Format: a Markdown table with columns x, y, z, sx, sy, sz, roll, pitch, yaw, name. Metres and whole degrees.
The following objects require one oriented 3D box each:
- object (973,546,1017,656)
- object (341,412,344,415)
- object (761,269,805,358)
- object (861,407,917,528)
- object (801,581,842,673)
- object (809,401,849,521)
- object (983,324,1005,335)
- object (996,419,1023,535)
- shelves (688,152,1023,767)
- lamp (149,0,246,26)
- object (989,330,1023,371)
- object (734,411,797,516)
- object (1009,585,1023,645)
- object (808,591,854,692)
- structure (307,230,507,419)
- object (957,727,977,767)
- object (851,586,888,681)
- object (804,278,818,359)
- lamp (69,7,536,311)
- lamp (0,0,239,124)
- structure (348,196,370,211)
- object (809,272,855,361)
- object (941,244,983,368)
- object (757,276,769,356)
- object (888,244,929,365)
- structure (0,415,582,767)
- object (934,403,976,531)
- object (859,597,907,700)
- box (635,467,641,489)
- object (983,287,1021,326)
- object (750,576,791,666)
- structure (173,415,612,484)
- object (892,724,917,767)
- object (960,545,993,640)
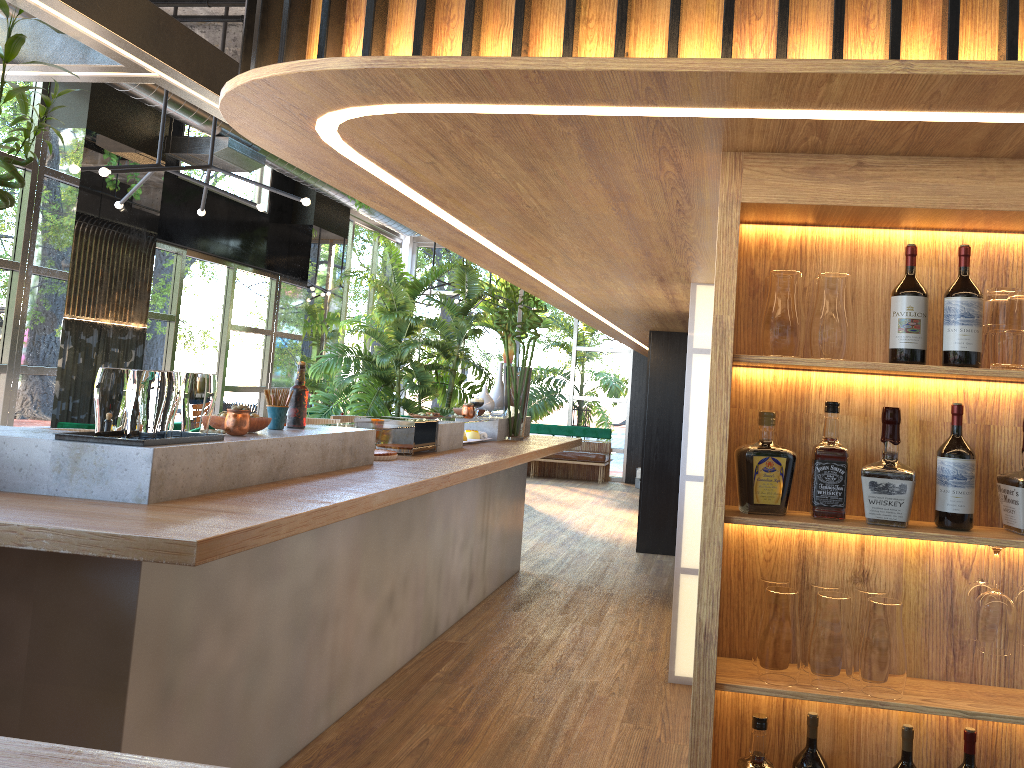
| x | y | z | sx | sy | sz | roll | pitch | yaw | name |
| --- | --- | --- | --- | --- | --- | --- | --- | --- | --- |
| 1.111 | 0.489 | 2.040 | 0.088 | 0.246 | 0.096 | 0 | -6 | 39 | object |
| -1.753 | 0.441 | 9.100 | 0.066 | 0.301 | 0.070 | 2 | -5 | 28 | object |
| 0.660 | -0.170 | 2.154 | 0.110 | 0.210 | 0.100 | 8 | -6 | -44 | object |
| 0.906 | 0.195 | 2.129 | 0.119 | 0.281 | 0.127 | 2 | -5 | 25 | object |
| 0.768 | 0.601 | 2.189 | 0.110 | 0.210 | 0.100 | 8 | -6 | -44 | object |
| 0.774 | 0.184 | 2.164 | 0.082 | 0.284 | 0.083 | 3 | -5 | 11 | object |
| 1.211 | -0.168 | 2.189 | 0.087 | 0.093 | 0.090 | 3 | -3 | 14 | object |
| 1.245 | 0.217 | 2.127 | 0.124 | 0.281 | 0.122 | 4 | -4 | 0 | object |
| 1.006 | 0.477 | 2.114 | 1.095 | 2.068 | 0.282 | 3 | -5 | 9 | shelves |
| -0.949 | -2.305 | 9.544 | 3.737 | 1.538 | 10.132 | 4 | 0 | 11 | lamp |
| 1.167 | -0.078 | 2.086 | 0.089 | 0.093 | 0.088 | 4 | -3 | 2 | object |
| 0.623 | 0.193 | 2.184 | 0.152 | 0.249 | 0.093 | 4 | -4 | -1 | object |
| 1.246 | 0.498 | 2.139 | 0.095 | 0.246 | 0.089 | 5 | -5 | -17 | object |
| 0.749 | 0.599 | 2.080 | 0.110 | 0.210 | 0.100 | 8 | -6 | -44 | object |
| -1.303 | -0.286 | 11.632 | 2.447 | 3.455 | 2.640 | 4 | -3 | -4 | structure |
| 1.067 | 0.960 | 2.076 | 0.089 | 0.301 | 0.082 | 7 | -5 | -30 | object |
| 0.872 | 0.607 | 2.162 | 0.110 | 0.210 | 0.100 | 8 | -6 | -44 | object |
| 0.793 | -0.161 | 2.236 | 0.110 | 0.210 | 0.100 | 8 | -6 | -44 | object |
| -1.005 | -2.159 | 5.146 | 5.009 | 1.831 | 19.120 | 4 | 0 | 13 | lamp |
| 0.512 | -1.916 | 3.900 | 4.935 | 2.142 | 6.776 | 4 | -1 | 6 | lamp |
| -0.847 | -2.698 | 10.314 | 2.074 | 1.524 | 1.470 | 2 | -3 | 41 | structure |
| 0.775 | -0.162 | 2.146 | 0.110 | 0.210 | 0.100 | 8 | -6 | -44 | object |
| 1.076 | -0.184 | 2.118 | 0.089 | 0.300 | 0.082 | 7 | -5 | -30 | object |
| 0.681 | -0.168 | 2.265 | 0.110 | 0.210 | 0.100 | 8 | -6 | -44 | object |
| 0.966 | -0.192 | 2.159 | 0.089 | 0.301 | 0.082 | 7 | -5 | -30 | object |
| 0.665 | 0.620 | 3.473 | 5.758 | 1.738 | 7.207 | 4 | 0 | 12 | structure |
| 1.063 | 0.195 | 2.128 | 0.089 | 0.300 | 0.082 | 7 | -5 | -30 | object |
| 0.858 | 0.606 | 2.051 | 0.110 | 0.210 | 0.100 | 8 | -6 | -44 | object |
| 2.066 | 1.380 | 13.629 | 0.332 | 0.444 | 0.279 | 4 | -4 | 0 | box |
| 1.212 | -0.188 | 2.190 | 0.092 | 0.093 | 0.085 | 6 | -4 | -43 | object |
| 0.651 | 0.593 | 2.214 | 0.110 | 0.210 | 0.100 | 8 | -6 | -44 | object |
| -1.461 | 0.578 | 4.702 | 5.939 | 1.555 | 20.345 | 4 | 0 | 13 | structure |
| 0.919 | 0.952 | 2.073 | 0.089 | 0.301 | 0.082 | 7 | -5 | -30 | object |
| 1.139 | 0.491 | 2.155 | 0.095 | 0.246 | 0.089 | 5 | -5 | -17 | object |
